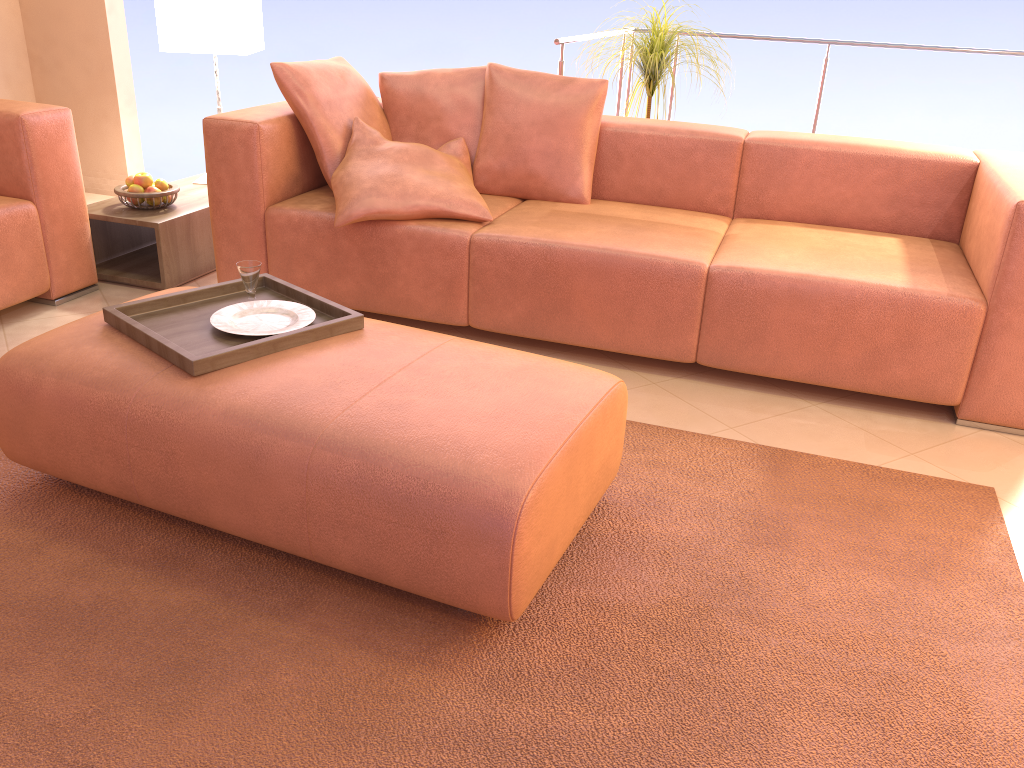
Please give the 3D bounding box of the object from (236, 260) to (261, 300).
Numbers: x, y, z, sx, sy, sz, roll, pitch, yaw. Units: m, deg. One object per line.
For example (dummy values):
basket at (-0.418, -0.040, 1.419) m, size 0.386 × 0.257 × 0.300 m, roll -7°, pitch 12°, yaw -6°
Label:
object at (-0.659, -0.259, 2.235) m, size 0.061 × 0.091 × 0.061 m, roll 4°, pitch 24°, yaw 2°

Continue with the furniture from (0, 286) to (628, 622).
furniture at (-0.445, 0.064, 2.021) m, size 1.291 × 0.301 × 0.685 m, roll 12°, pitch 26°, yaw 21°

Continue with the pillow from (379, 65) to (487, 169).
pillow at (-0.275, -0.983, 3.361) m, size 0.492 × 0.446 × 0.255 m, roll 3°, pitch 24°, yaw 1°

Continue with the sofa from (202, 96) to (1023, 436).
sofa at (0.368, -0.548, 3.133) m, size 2.781 × 0.672 × 0.943 m, roll 10°, pitch 25°, yaw 16°

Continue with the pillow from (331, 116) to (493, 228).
pillow at (-0.362, -0.739, 3.051) m, size 0.517 × 0.292 × 0.514 m, roll -3°, pitch 25°, yaw -12°

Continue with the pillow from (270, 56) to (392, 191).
pillow at (-0.617, -0.957, 3.283) m, size 0.314 × 0.455 × 0.519 m, roll 9°, pitch 25°, yaw 13°

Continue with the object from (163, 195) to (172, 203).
object at (-1.335, -0.720, 3.421) m, size 0.046 × 0.046 × 0.055 m, roll 1°, pitch 24°, yaw -4°

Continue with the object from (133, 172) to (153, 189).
object at (-1.399, -0.770, 3.365) m, size 0.069 × 0.061 × 0.068 m, roll -6°, pitch 26°, yaw -19°

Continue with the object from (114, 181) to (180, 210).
object at (-1.399, -0.720, 3.409) m, size 0.235 × 0.071 × 0.235 m, roll 7°, pitch 25°, yaw 9°

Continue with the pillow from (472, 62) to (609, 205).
pillow at (0.095, -0.914, 3.250) m, size 0.470 × 0.468 × 0.211 m, roll 8°, pitch 25°, yaw 12°

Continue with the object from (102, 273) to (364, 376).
object at (-0.651, -0.155, 2.083) m, size 0.421 × 0.034 × 0.436 m, roll 23°, pitch 32°, yaw 38°

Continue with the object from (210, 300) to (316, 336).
object at (-0.584, -0.150, 2.088) m, size 0.240 × 0.018 × 0.240 m, roll -5°, pitch 25°, yaw -17°

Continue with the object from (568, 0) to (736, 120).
object at (0.602, -1.151, 3.987) m, size 0.703 × 1.088 × 0.729 m, roll -3°, pitch 25°, yaw -12°

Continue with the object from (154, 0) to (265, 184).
object at (-1.245, -1.267, 3.750) m, size 0.344 × 0.799 × 0.344 m, roll 1°, pitch 24°, yaw -3°

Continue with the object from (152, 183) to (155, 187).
object at (-1.392, -0.743, 3.428) m, size 0.077 × 0.065 × 0.076 m, roll 16°, pitch 27°, yaw 26°

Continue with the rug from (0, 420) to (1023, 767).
rug at (-0.321, 0.386, 1.804) m, size 2.626 × 0.005 × 1.833 m, roll 10°, pitch 25°, yaw 16°

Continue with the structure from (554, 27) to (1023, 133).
structure at (2.364, -1.218, 4.107) m, size 4.176 × 0.541 × 1.663 m, roll 10°, pitch 25°, yaw 16°

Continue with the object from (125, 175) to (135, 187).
object at (-1.449, -0.773, 3.386) m, size 0.047 × 0.046 × 0.054 m, roll 4°, pitch 24°, yaw 4°

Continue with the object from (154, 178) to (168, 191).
object at (-1.342, -0.760, 3.394) m, size 0.045 × 0.053 × 0.051 m, roll 22°, pitch 31°, yaw 37°

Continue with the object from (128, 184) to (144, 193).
object at (-1.413, -0.727, 3.334) m, size 0.055 × 0.047 × 0.045 m, roll 0°, pitch 24°, yaw -5°

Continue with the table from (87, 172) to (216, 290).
table at (-1.326, -0.664, 3.705) m, size 0.412 × 0.268 × 0.918 m, roll 10°, pitch 25°, yaw 16°

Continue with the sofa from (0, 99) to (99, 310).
sofa at (-2.395, -0.229, 2.138) m, size 0.943 × 0.672 × 2.781 m, roll 10°, pitch 25°, yaw 16°

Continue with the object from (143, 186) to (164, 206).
object at (-1.362, -0.714, 3.367) m, size 0.074 × 0.076 × 0.072 m, roll 15°, pitch 27°, yaw 25°
